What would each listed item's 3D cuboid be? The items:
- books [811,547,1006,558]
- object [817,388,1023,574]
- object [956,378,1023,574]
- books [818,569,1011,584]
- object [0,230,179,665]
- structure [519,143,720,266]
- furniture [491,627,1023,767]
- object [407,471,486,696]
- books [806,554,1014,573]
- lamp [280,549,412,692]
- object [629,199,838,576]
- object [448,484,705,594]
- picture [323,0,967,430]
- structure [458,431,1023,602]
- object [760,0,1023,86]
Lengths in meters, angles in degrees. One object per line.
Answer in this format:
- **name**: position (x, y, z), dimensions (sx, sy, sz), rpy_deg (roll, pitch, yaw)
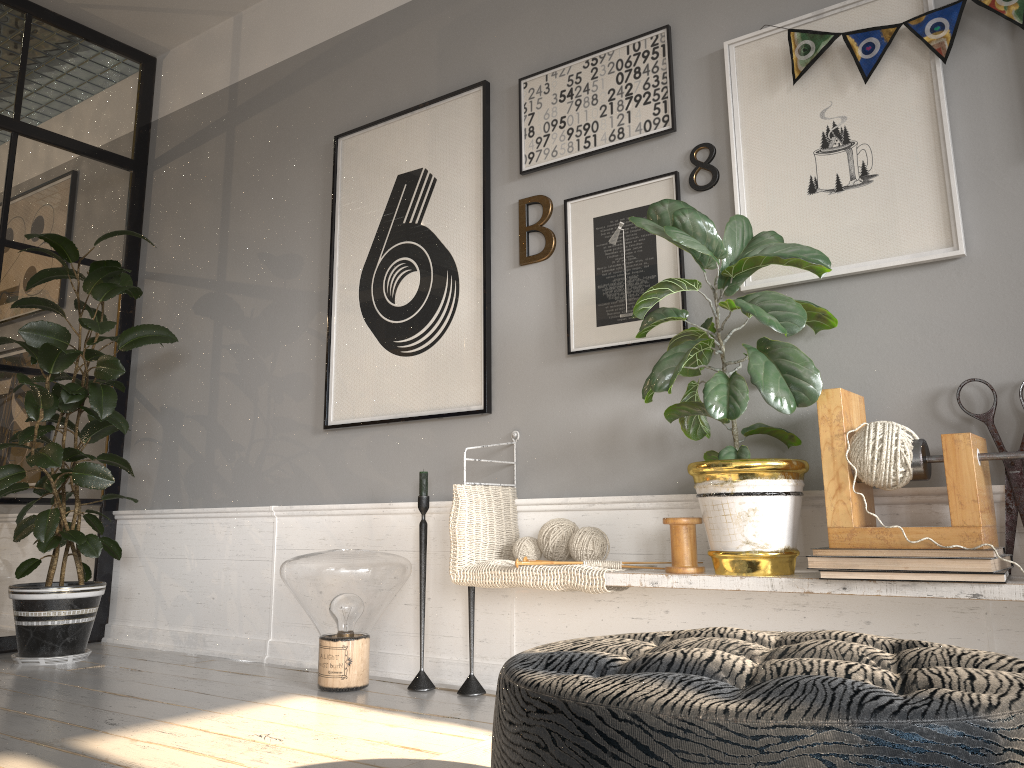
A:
- **books**: position (0.908, 0.384, 2.031), dimensions (0.377, 0.017, 0.227), rpy_deg (-6, -11, 33)
- **object**: position (1.002, 0.215, 1.992), dimensions (0.543, 0.446, 0.236), rpy_deg (-8, -14, 35)
- **object**: position (1.174, 0.209, 2.049), dimensions (0.220, 0.470, 0.018), rpy_deg (-9, -15, 35)
- **books**: position (0.918, 0.429, 2.008), dimensions (0.367, 0.021, 0.293), rpy_deg (-6, -10, 30)
- **object**: position (-2.706, 0.030, 2.460), dimensions (1.006, 1.819, 3.864), rpy_deg (-9, -13, 35)
- **structure**: position (0.328, -0.575, 2.878), dimensions (0.735, 0.266, 0.024), rpy_deg (-7, -14, 35)
- **furniture**: position (0.340, 0.531, 1.166), dimensions (0.734, 0.362, 0.727), rpy_deg (-5, -10, 23)
- **object**: position (-0.212, 0.627, 2.882), dimensions (0.278, 0.711, 0.090), rpy_deg (-7, -14, 27)
- **books**: position (0.905, 0.405, 2.017), dimensions (0.382, 0.029, 0.258), rpy_deg (-7, -11, 36)
- **lamp**: position (-0.551, 0.772, 2.923), dimensions (0.431, 0.444, 0.428), rpy_deg (6, -13, -32)
- **object**: position (0.579, -0.008, 2.275), dimensions (0.509, 0.977, 0.539), rpy_deg (-5, -13, 21)
- **object**: position (0.203, 0.433, 2.538), dimensions (0.781, 0.311, 0.326), rpy_deg (-8, -13, 36)
- **picture**: position (-1.741, -0.811, 1.930), dimensions (7.257, 1.820, 4.006), rpy_deg (-7, -12, 35)
- **structure**: position (1.034, 0.245, 1.999), dimensions (2.762, 0.493, 0.305), rpy_deg (-7, -13, 35)
- **object**: position (1.096, -0.987, 2.366), dimensions (0.910, 0.344, 0.057), rpy_deg (-7, -14, 35)
